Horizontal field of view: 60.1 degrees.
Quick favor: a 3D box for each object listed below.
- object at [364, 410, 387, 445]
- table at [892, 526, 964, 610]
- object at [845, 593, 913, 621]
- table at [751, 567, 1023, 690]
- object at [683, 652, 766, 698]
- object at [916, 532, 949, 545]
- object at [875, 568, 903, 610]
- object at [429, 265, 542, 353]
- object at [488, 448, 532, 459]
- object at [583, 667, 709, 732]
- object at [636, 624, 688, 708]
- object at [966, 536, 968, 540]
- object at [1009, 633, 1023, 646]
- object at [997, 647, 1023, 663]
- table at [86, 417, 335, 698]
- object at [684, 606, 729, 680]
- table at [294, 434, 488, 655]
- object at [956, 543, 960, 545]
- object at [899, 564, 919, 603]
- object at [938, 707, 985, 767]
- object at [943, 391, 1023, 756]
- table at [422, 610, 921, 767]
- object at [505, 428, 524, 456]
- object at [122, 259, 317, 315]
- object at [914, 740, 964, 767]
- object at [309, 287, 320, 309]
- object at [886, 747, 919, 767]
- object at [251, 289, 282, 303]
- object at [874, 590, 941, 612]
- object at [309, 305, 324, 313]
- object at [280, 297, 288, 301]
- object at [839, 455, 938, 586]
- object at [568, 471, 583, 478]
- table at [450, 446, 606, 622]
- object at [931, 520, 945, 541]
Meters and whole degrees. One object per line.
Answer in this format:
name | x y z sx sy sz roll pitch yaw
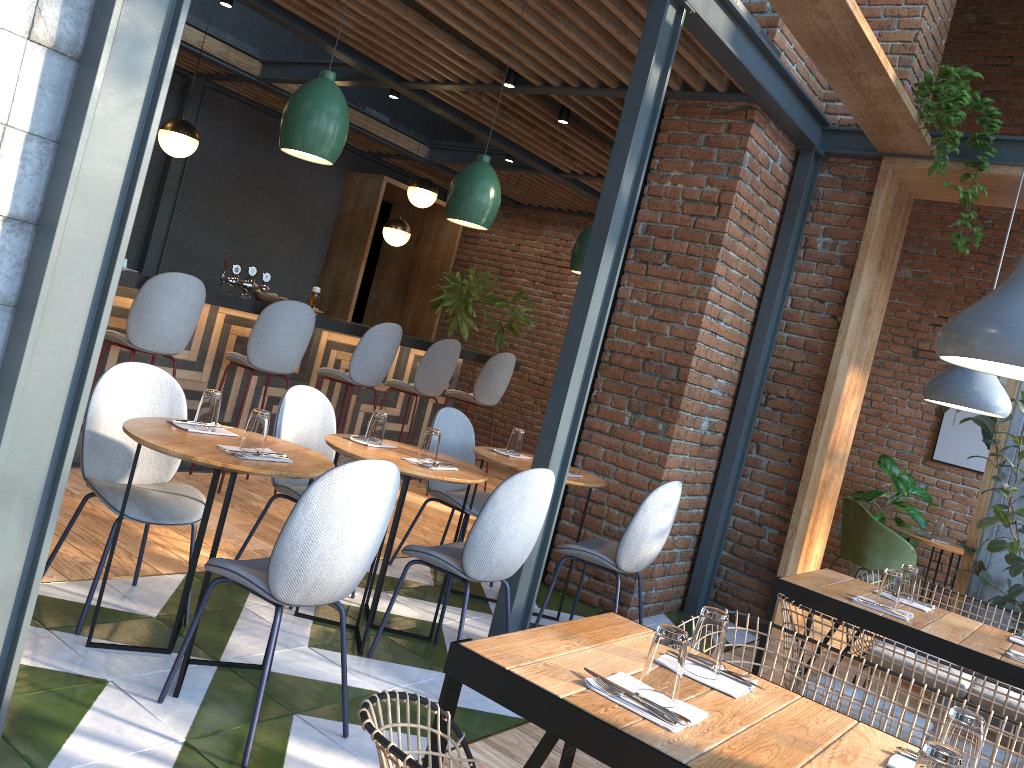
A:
object | -0.578 0.185 3.791 0.080 0.138 0.080 14 0 -15
table | 3.169 1.518 6.585 0.810 0.687 0.805 15 1 19
object | 1.349 0.811 3.256 0.244 0.019 0.156 16 3 33
table | 1.586 1.248 3.222 1.279 0.706 0.654 16 2 36
object | 0.437 0.634 1.956 0.244 0.019 0.156 16 3 34
object | 3.114 1.140 6.571 0.157 0.019 0.243 14 2 -7
object | 1.395 0.755 3.264 0.080 0.138 0.080 14 0 -4
object | -0.546 -0.300 9.829 1.525 2.097 1.076 15 1 41
object | -0.001 0.363 4.663 0.158 0.019 0.241 16 3 39
object | 0.249 0.597 1.704 0.244 0.019 0.156 16 3 37
object | 0.295 0.540 1.710 0.080 0.138 0.080 14 0 10
object | 3.430 1.152 6.598 0.080 0.138 0.080 14 0 -34
object | 1.950 0.966 3.236 0.244 0.019 0.156 16 3 36
object | 1.759 0.929 2.966 0.244 0.019 0.156 16 3 36
table | -1.037 0.565 2.996 0.695 0.747 0.704 13 1 -44
object | 0.431 0.565 1.944 0.080 0.138 0.080 14 0 -33
table | -0.530 0.664 3.717 0.697 0.747 0.701 14 1 -12
object | 3.438 1.222 6.588 0.157 0.019 0.243 14 2 -7
object | 1.564 0.787 3.509 0.080 0.138 0.080 14 0 -38
object | 0.833 0.680 1.650 0.080 0.138 0.080 14 0 1
object | 2.549 0.896 4.229 1.064 1.773 1.017 14 0 5
table | 0.477 1.032 1.645 1.279 0.706 0.654 16 2 36
object | 0.020 0.301 4.633 0.080 0.138 0.080 14 0 -18
object | -1.875 -0.644 5.530 0.324 0.106 1.501 16 3 39
object | 0.673 0.649 1.414 0.080 0.138 0.080 14 0 10
object | -1.344 -0.571 6.006 0.070 0.183 0.070 14 0 -34
object | 0.837 0.749 1.663 0.244 0.019 0.156 16 3 38
object | -1.646 -0.585 5.923 0.167 0.072 0.169 13 2 -34
object | 1.571 0.857 3.519 0.244 0.019 0.156 16 3 39
object | -1.458 -0.534 6.099 0.165 0.052 0.290 16 3 44
object | -1.591 -0.571 6.086 0.078 0.060 0.107 16 2 44
object | 3.076 1.197 7.390 0.633 1.196 0.715 14 0 -4
object | 0.237 0.434 4.435 0.158 0.019 0.241 16 3 39
table | 0.047 0.776 4.536 0.698 0.747 0.701 14 1 -8
object | 3.155 1.083 6.553 0.080 0.138 0.080 14 0 -34
